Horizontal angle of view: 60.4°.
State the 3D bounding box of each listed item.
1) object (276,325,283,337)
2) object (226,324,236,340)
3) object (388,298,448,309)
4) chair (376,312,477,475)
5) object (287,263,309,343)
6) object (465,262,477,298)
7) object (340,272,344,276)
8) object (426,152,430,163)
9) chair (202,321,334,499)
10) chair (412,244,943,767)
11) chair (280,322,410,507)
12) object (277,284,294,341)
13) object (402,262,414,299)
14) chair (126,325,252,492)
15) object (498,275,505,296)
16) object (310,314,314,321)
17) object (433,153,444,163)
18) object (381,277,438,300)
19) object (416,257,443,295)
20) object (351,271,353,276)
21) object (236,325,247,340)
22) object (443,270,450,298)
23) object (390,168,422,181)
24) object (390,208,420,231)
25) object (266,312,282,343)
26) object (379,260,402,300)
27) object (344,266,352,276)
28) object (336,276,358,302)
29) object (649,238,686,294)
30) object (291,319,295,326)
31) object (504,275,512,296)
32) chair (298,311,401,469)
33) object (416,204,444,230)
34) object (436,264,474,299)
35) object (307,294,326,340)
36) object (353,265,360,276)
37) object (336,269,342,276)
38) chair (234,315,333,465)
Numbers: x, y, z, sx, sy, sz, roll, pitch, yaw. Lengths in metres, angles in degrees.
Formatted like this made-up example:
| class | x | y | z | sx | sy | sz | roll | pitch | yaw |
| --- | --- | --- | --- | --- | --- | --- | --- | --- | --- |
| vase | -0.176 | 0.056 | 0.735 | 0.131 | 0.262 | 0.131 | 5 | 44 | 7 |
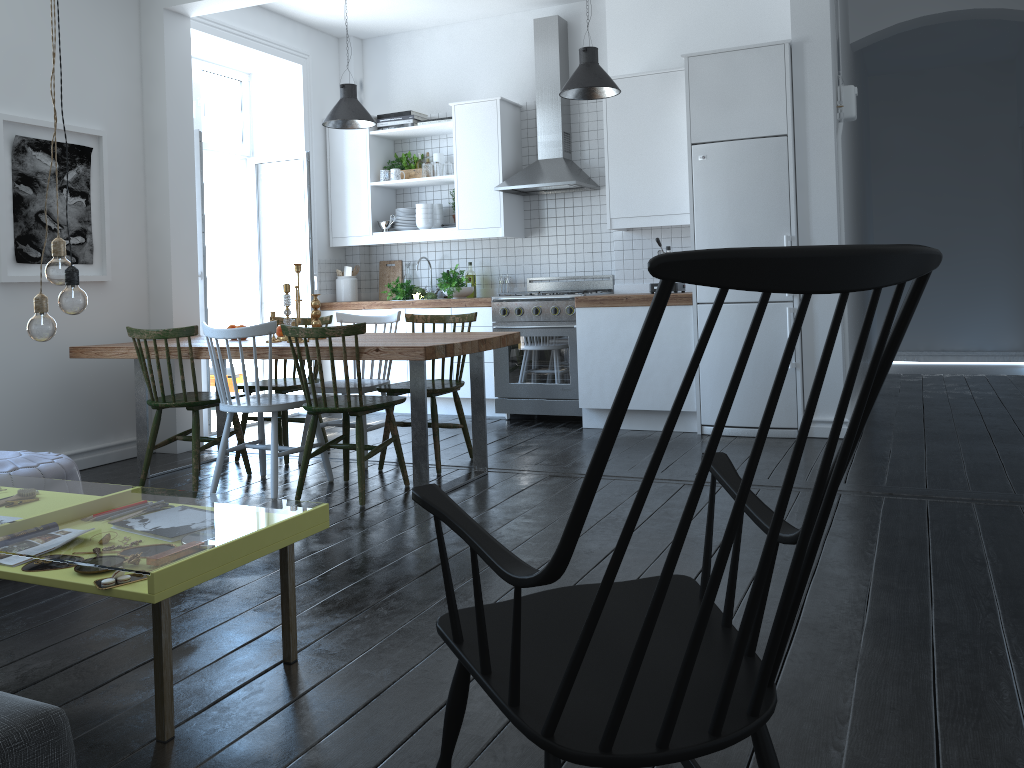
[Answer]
| class | x | y | z | sx | sy | sz | roll | pitch | yaw |
| --- | --- | --- | --- | --- | --- | --- | --- | --- | --- |
| object | -1.297 | -0.298 | 5.010 | 0.089 | 0.084 | 0.085 | 1 | 4 | 37 |
| object | -1.606 | -0.298 | 5.067 | 0.088 | 0.090 | 0.084 | -1 | 3 | 15 |
| object | -0.738 | -0.616 | 6.970 | 0.371 | 0.111 | 0.356 | 1 | 6 | 25 |
| chair | -0.467 | 0.026 | 4.863 | 0.467 | 0.827 | 0.487 | -1 | 2 | 23 |
| object | -1.116 | -0.420 | 4.568 | 0.113 | 0.410 | 0.113 | -2 | 0 | -13 |
| object | -0.328 | -0.826 | 6.983 | 0.066 | 0.282 | 0.066 | -2 | 0 | 20 |
| object | -1.384 | -0.805 | 7.222 | 0.061 | 0.251 | 0.117 | -2 | 1 | -35 |
| object | -0.680 | -1.763 | 7.145 | 0.056 | 0.233 | 0.056 | -2 | 0 | 28 |
| chair | -1.233 | 0.102 | 4.356 | 0.466 | 0.842 | 0.511 | -1 | 2 | 25 |
| chair | 0.209 | 0.314 | 1.341 | 0.613 | 1.004 | 0.907 | -2 | 3 | -20 |
| chair | -0.780 | 0.113 | 4.187 | 0.467 | 0.827 | 0.487 | -1 | 2 | 23 |
| object | -1.223 | -0.392 | 4.799 | 0.141 | 0.311 | 0.140 | -2 | 1 | -23 |
| object | -0.861 | -0.857 | 7.280 | 0.097 | 0.317 | 0.098 | -2 | 0 | 25 |
| chair | -1.671 | 0.100 | 4.577 | 0.467 | 0.827 | 0.487 | -1 | 2 | 23 |
| object | -0.080 | -0.772 | 6.921 | 0.059 | 0.172 | 0.059 | -2 | 0 | 38 |
| object | -1.100 | -0.322 | 4.903 | 0.049 | 0.139 | 0.049 | -2 | 0 | 25 |
| object | -0.589 | -1.743 | 7.094 | 0.085 | 0.222 | 0.085 | -2 | 1 | 32 |
| object | -0.793 | -0.698 | 6.924 | 0.469 | 0.307 | 0.285 | -2 | 3 | -2 |
| object | -0.659 | -0.850 | 7.092 | 0.189 | 0.352 | 0.275 | -2 | 2 | 1 |
| object | -1.312 | -0.807 | 7.239 | 0.050 | 0.247 | 0.114 | -2 | 1 | -10 |
| object | -1.539 | -0.293 | 5.016 | 0.091 | 0.088 | 0.083 | -4 | 4 | -39 |
| object | -0.513 | -0.806 | 7.114 | 0.085 | 0.230 | 0.085 | -2 | 0 | -10 |
| object | -0.830 | -1.687 | 7.182 | 0.392 | 0.103 | 0.154 | 1 | 5 | 25 |
| object | -0.842 | -1.327 | 7.150 | 0.300 | 0.194 | 0.307 | 0 | 5 | 26 |
| object | -1.253 | -0.298 | 4.624 | 0.080 | 0.160 | 0.080 | -2 | 1 | -18 |
| object | -1.019 | -0.870 | 7.386 | 0.220 | 0.330 | 0.041 | -1 | 0 | 25 |
| object | -1.351 | -0.825 | 7.223 | 0.064 | 0.290 | 0.141 | -2 | 1 | -1 |
| object | -1.352 | -0.779 | 7.213 | 0.174 | 0.208 | 0.174 | -1 | 3 | 29 |
| object | 1.027 | -0.791 | 5.902 | 0.205 | 0.369 | 0.355 | -1 | 3 | 25 |
| object | -1.224 | -0.309 | 4.931 | 0.102 | 0.114 | 0.102 | -1 | 3 | 11 |
| object | -0.033 | -0.769 | 6.876 | 0.059 | 0.172 | 0.059 | -2 | 0 | 38 |
| chair | -0.906 | 0.008 | 5.084 | 0.466 | 0.842 | 0.511 | -1 | 2 | 25 |
| object | -0.653 | -1.327 | 7.003 | 0.149 | 0.216 | 0.311 | -1 | 4 | 23 |
| object | -0.443 | -0.791 | 6.785 | 0.271 | 0.269 | 0.340 | -1 | 4 | 15 |
| object | -1.070 | -0.368 | 4.814 | 0.101 | 0.247 | 0.101 | -2 | 1 | -41 |
| object | -1.307 | -0.829 | 7.234 | 0.131 | 0.296 | 0.056 | -2 | 0 | 4 |
| object | -1.400 | -0.807 | 7.203 | 0.054 | 0.262 | 0.149 | -2 | 1 | 0 |
| chair | -1.358 | 0.012 | 5.252 | 0.467 | 0.827 | 0.487 | -1 | 2 | 23 |
